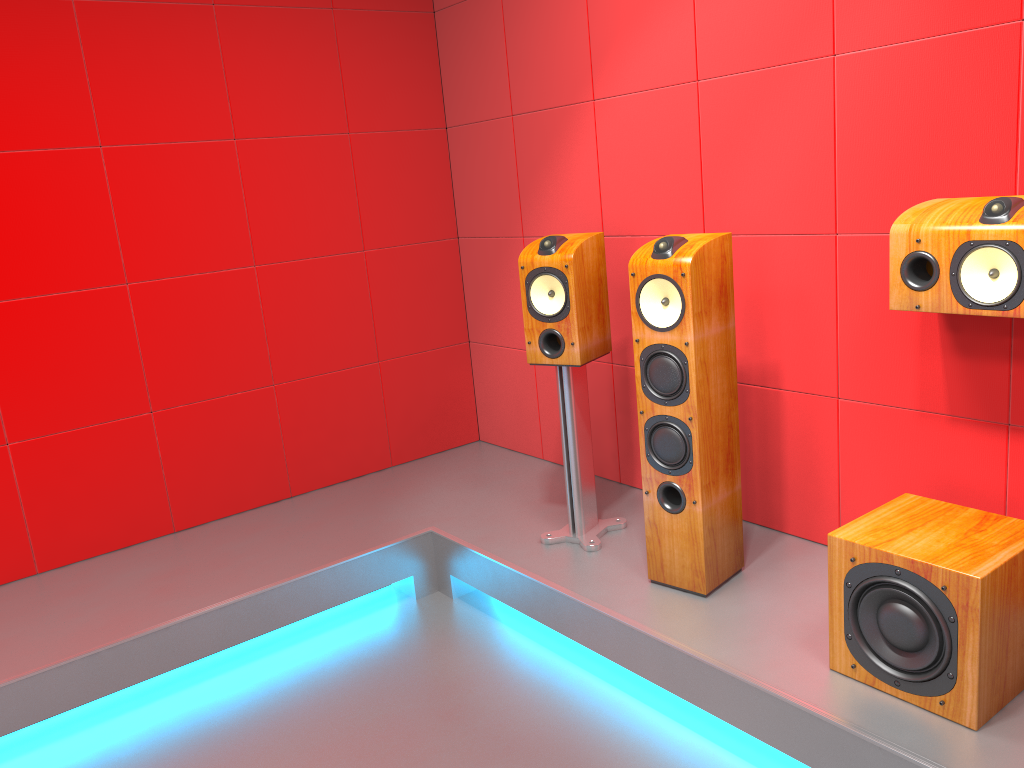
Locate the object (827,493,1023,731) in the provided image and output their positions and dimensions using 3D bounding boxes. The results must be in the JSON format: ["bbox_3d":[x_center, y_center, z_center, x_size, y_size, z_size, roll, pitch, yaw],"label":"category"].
[{"bbox_3d":[1.009,0.517,2.107,0.360,0.360,0.360,-15,16,-35],"label":"object"}]

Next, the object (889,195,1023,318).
[{"bbox_3d":[1.193,-0.314,2.116,0.235,0.271,0.493,-15,16,-35],"label":"object"}]

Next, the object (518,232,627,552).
[{"bbox_3d":[0.208,0.019,3.034,0.231,1.058,0.265,3,16,33],"label":"object"}]

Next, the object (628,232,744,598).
[{"bbox_3d":[0.521,0.086,2.628,0.203,1.052,0.238,7,18,43],"label":"object"}]
